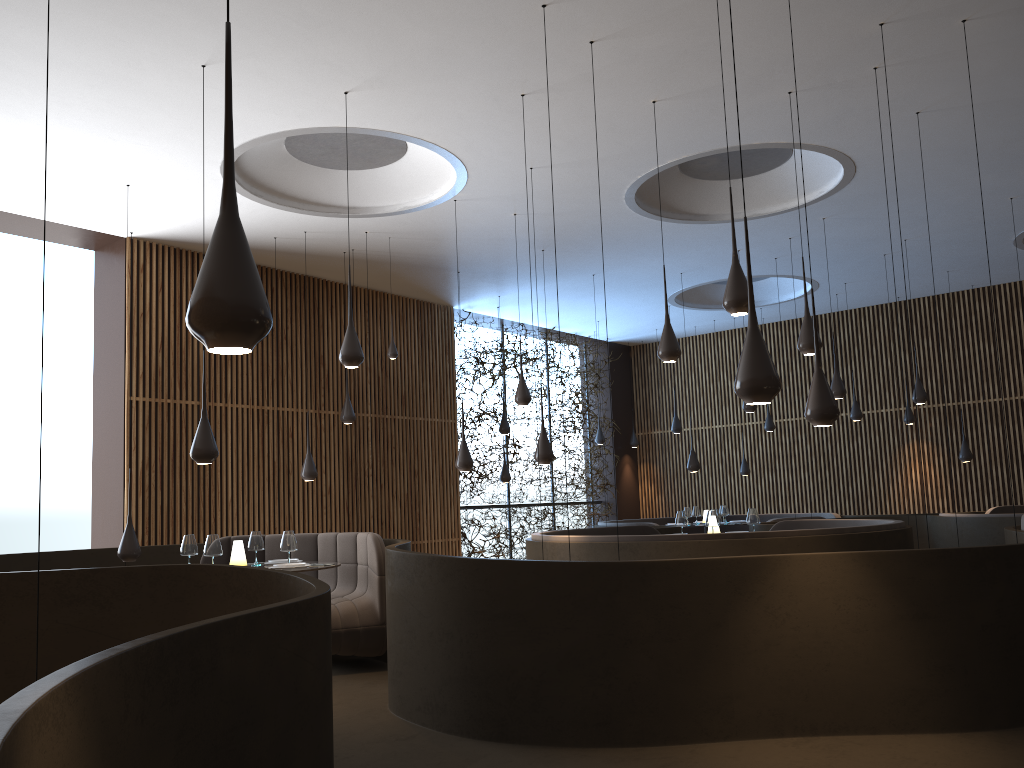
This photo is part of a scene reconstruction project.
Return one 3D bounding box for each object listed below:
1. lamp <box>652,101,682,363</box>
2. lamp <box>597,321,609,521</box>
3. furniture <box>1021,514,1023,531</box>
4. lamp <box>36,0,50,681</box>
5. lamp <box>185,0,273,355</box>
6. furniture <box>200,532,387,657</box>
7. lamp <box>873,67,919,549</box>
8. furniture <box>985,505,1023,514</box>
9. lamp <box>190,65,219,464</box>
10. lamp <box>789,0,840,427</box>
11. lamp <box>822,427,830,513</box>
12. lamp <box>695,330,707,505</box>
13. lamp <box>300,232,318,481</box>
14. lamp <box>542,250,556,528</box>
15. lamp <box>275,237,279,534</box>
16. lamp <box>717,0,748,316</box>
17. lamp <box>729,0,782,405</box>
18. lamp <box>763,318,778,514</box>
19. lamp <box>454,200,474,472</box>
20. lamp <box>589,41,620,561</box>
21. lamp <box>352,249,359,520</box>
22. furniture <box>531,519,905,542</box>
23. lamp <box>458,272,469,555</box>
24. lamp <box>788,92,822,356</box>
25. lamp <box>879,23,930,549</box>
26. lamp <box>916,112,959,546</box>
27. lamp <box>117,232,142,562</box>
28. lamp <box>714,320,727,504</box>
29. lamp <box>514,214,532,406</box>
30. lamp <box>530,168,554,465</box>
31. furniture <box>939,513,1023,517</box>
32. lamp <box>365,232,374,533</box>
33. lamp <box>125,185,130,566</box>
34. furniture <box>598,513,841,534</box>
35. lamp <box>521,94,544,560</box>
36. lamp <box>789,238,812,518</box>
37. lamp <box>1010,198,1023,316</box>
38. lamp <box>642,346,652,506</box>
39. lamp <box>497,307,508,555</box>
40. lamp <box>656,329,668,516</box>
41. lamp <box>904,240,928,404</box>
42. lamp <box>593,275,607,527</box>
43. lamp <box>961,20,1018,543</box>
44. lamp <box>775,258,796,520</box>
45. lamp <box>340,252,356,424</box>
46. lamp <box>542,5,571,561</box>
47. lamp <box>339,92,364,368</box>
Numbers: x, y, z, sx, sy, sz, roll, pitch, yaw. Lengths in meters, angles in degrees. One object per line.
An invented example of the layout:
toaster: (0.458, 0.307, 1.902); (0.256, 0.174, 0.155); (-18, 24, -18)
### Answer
lamp: (1.245, -1.281, 7.368); (0.196, 2.217, 0.196); (-8, -9, 44)
lamp: (1.728, 1.944, 16.121); (0.196, 6.258, 0.196); (1, -7, -26)
furniture: (5.023, 1.629, 7.659); (0.933, 1.057, 2.534); (-9, -10, 44)
lamp: (-2.027, 0.103, 3.820); (0.196, 6.258, 0.196); (2, -8, -36)
lamp: (-0.720, -1.543, 2.238); (0.196, 2.952, 0.196); (2, -8, -36)
furniture: (-2.052, 1.916, 8.115); (2.535, 1.057, 0.932); (-8, -9, 35)
lamp: (3.022, 0.592, 6.714); (0.196, 6.258, 0.196); (1, -7, -26)
furniture: (8.498, 2.065, 11.548); (1.980, 1.044, 3.947); (0, -8, -19)
lamp: (-2.237, -0.902, 6.436); (0.196, 2.952, 0.196); (-1, -7, -16)
lamp: (1.739, -1.223, 5.292); (0.196, 2.952, 0.196); (-8, -9, 44)
lamp: (5.709, 1.774, 16.070); (0.196, 6.258, 0.196); (1, -7, -26)
lamp: (3.716, 1.987, 17.024); (0.196, 6.258, 0.196); (-5, -7, 24)
lamp: (-2.403, -0.347, 10.402); (0.196, 2.952, 0.196); (-5, -7, 24)
lamp: (0.538, 1.340, 11.391); (0.196, 6.258, 0.196); (-2, -6, -6)
lamp: (-2.740, 1.337, 10.393); (0.196, 6.258, 0.196); (4, -9, -43)
lamp: (1.358, -1.531, 5.595); (0.196, 2.217, 0.196); (-1, -7, -16)
lamp: (0.981, -1.383, 3.905); (0.196, 2.952, 0.196); (-1, -7, -16)
lamp: (4.901, 1.865, 16.495); (0.196, 6.258, 0.196); (2, -8, -36)
lamp: (-0.560, -0.543, 9.533); (0.196, 2.952, 0.196); (-2, -6, -6)
lamp: (0.709, 0.608, 6.138); (0.196, 6.258, 0.196); (-8, -9, 44)
lamp: (-1.910, 1.388, 11.011); (0.196, 6.258, 0.196); (4, -9, -43)
furniture: (2.155, 2.096, 9.500); (3.882, 1.115, 3.800); (-4, -8, 14)
lamp: (-0.631, 1.514, 12.305); (0.196, 6.258, 0.196); (-4, -7, 14)
lamp: (2.372, -1.340, 7.306); (0.196, 2.217, 0.196); (-7, -8, 34)
lamp: (2.794, 0.511, 6.054); (0.196, 6.258, 0.196); (-5, -7, 24)
lamp: (3.756, 0.682, 7.583); (0.196, 6.258, 0.196); (-1, -7, -16)
lamp: (-3.407, 0.087, 7.917); (0.196, 2.952, 0.196); (-2, -6, -6)
lamp: (3.964, 1.899, 16.462); (0.196, 6.258, 0.196); (2, -8, -36)
lamp: (0.080, -0.854, 10.115); (0.196, 2.217, 0.196); (-7, -8, 34)
lamp: (0.253, -0.691, 8.699); (0.196, 2.952, 0.196); (-3, -6, 4)
furniture: (6.134, 2.123, 10.988); (0.900, 1.044, 2.539); (-1, -8, -9)
lamp: (-1.625, 1.281, 10.324); (0.196, 6.258, 0.196); (0, -7, -23)
lamp: (-3.716, 1.119, 8.527); (0.196, 6.258, 0.196); (-4, -7, 14)
furniture: (3.364, 2.687, 14.318); (3.885, 1.044, 3.801); (-5, -8, 15)
lamp: (0.216, 0.737, 6.929); (0.196, 6.258, 0.196); (-8, -9, 44)
lamp: (3.781, 1.194, 11.301); (0.196, 6.258, 0.196); (-1, -7, -16)
lamp: (5.984, 0.931, 10.051); (0.196, 6.258, 0.196); (-1, -7, -16)
lamp: (2.872, 2.205, 18.350); (0.196, 6.258, 0.196); (1, -7, -26)
lamp: (-0.112, 1.814, 14.634); (0.196, 6.258, 0.196); (1, -7, -26)
lamp: (2.979, 2.034, 17.143); (0.196, 6.258, 0.196); (1, -7, -26)
lamp: (5.344, -0.839, 11.820); (0.196, 2.217, 0.196); (-1, -7, -16)
lamp: (1.333, 1.496, 12.758); (0.196, 6.258, 0.196); (-2, -6, -6)
lamp: (3.390, 0.486, 6.055); (0.196, 6.258, 0.196); (-5, -7, 24)
lamp: (3.878, 1.322, 12.254); (0.196, 6.258, 0.196); (-1, -7, -16)
lamp: (-2.119, -0.599, 11.335); (0.196, 2.217, 0.196); (1, -7, -26)
lamp: (0.343, 0.554, 5.642); (0.196, 6.258, 0.196); (-1, -7, -16)
lamp: (-1.286, -1.231, 6.982); (0.196, 2.217, 0.196); (-1, -7, -16)
